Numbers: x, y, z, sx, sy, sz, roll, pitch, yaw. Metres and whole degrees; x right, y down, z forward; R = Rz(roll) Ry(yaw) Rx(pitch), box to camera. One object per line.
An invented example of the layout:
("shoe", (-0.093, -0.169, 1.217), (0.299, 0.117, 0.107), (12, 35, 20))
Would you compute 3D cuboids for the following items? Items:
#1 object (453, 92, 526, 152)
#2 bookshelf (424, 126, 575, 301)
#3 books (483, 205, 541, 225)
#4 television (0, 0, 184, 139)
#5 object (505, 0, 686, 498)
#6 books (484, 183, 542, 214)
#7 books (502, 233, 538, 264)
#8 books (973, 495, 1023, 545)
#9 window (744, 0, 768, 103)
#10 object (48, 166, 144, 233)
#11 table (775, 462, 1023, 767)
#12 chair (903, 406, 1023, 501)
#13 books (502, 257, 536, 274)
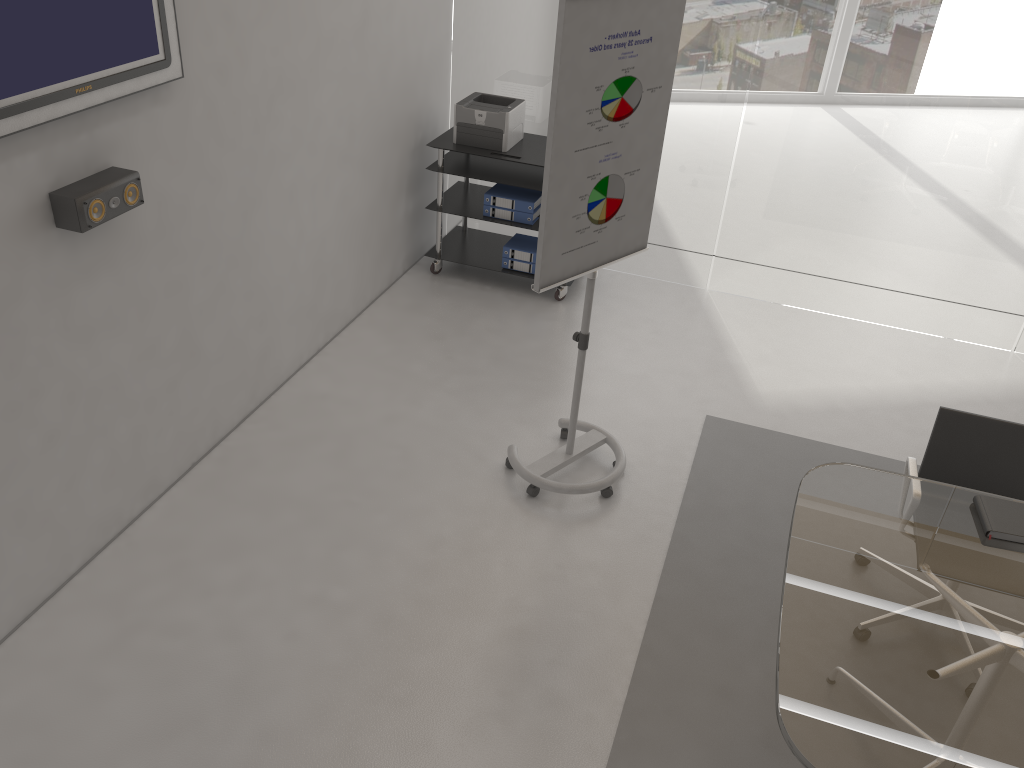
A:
("object", (-0.135, -1.609, 5.429), (0.351, 0.235, 0.350), (14, 33, 14))
("bookshelf", (0.008, -1.100, 5.665), (0.985, 0.855, 0.567), (14, 33, 14))
("books", (0.016, -1.095, 5.541), (0.320, 0.077, 0.263), (14, 33, 14))
("television", (-1.362, -1.126, 2.678), (0.049, 0.590, 1.013), (14, 33, 14))
("object", (0.319, -0.482, 3.575), (0.560, 2.088, 0.553), (6, 32, 2))
("books", (0.022, -1.157, 5.504), (0.320, 0.077, 0.263), (14, 33, 14))
("books", (0.135, -0.852, 5.627), (0.320, 0.077, 0.263), (14, 33, 14))
("books", (1.588, 0.438, 2.851), (0.164, 0.032, 0.183), (10, 33, 9))
("window", (5.214, -5.248, 9.451), (8.533, 4.498, 0.100), (-3, 33, -11))
("object", (-1.379, -0.619, 2.971), (0.123, 0.117, 0.298), (14, 33, 14))
("table", (2.216, 1.206, 2.424), (3.054, 0.721, 1.372), (14, 33, 14))
("chair", (1.678, 0.614, 3.219), (0.731, 0.805, 0.710), (4, 32, -1))
("books", (0.130, -0.790, 5.665), (0.320, 0.077, 0.263), (14, 33, 14))
